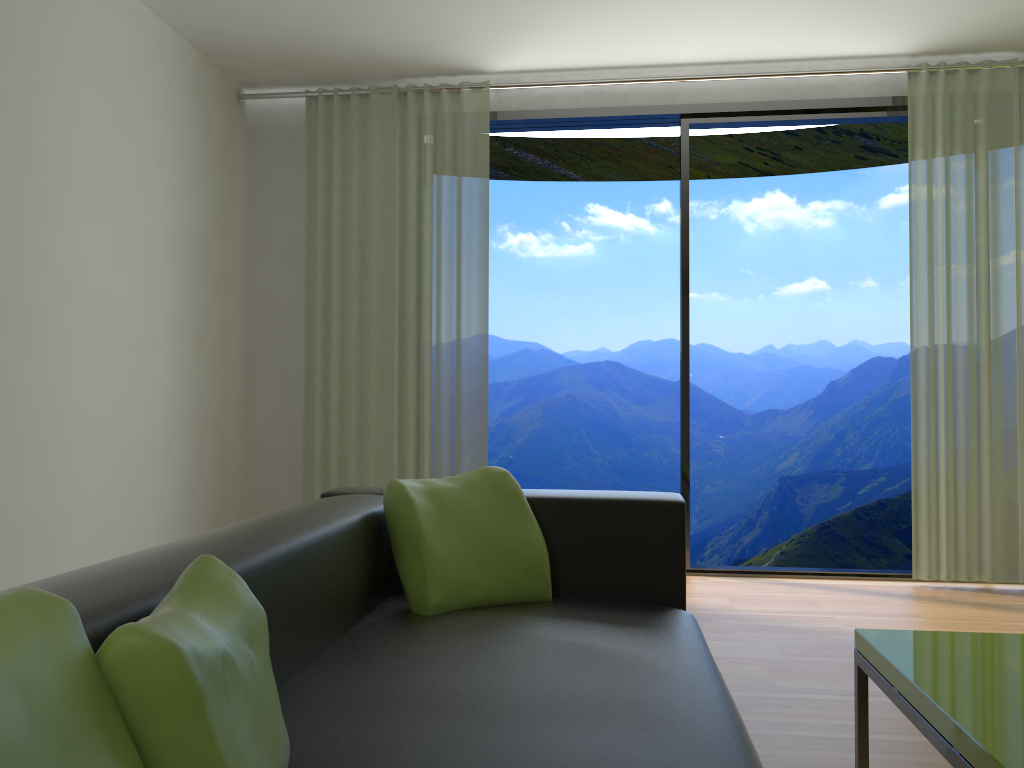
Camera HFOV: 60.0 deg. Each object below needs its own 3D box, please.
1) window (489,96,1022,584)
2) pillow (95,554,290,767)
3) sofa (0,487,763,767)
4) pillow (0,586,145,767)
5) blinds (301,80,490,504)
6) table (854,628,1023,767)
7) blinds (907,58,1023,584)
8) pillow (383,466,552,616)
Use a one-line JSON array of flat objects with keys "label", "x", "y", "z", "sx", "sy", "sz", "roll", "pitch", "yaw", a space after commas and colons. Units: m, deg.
[{"label": "window", "x": 1.143, "y": -0.229, "z": 4.735, "sx": 3.336, "sy": 2.498, "sz": 0.219, "roll": 0, "pitch": -2, "yaw": 7}, {"label": "pillow", "x": -0.348, "y": 0.379, "z": 1.005, "sx": 0.164, "sy": 0.317, "sz": 0.380, "roll": 0, "pitch": -2, "yaw": -9}, {"label": "sofa", "x": -0.138, "y": 0.582, "z": 1.374, "sx": 1.061, "sy": 0.639, "sz": 2.583, "roll": 0, "pitch": -2, "yaw": 7}, {"label": "pillow", "x": -0.383, "y": 0.352, "z": 0.614, "sx": 0.210, "sy": 0.403, "sz": 0.457, "roll": 0, "pitch": -2, "yaw": -7}, {"label": "blinds", "x": -0.620, "y": -0.318, "z": 4.728, "sx": 1.012, "sy": 2.568, "sz": 0.067, "roll": 0, "pitch": -2, "yaw": 7}, {"label": "table", "x": 1.104, "y": 0.724, "z": 1.200, "sx": 0.810, "sy": 0.349, "sz": 1.682, "roll": 0, "pitch": -2, "yaw": 7}, {"label": "blinds", "x": 2.476, "y": -0.318, "z": 4.349, "sx": 1.012, "sy": 2.568, "sz": 0.067, "roll": 0, "pitch": -2, "yaw": 7}, {"label": "pillow", "x": -0.124, "y": 0.398, "z": 2.255, "sx": 0.399, "sy": 0.362, "sz": 0.269, "roll": 1, "pitch": -2, "yaw": -35}]
